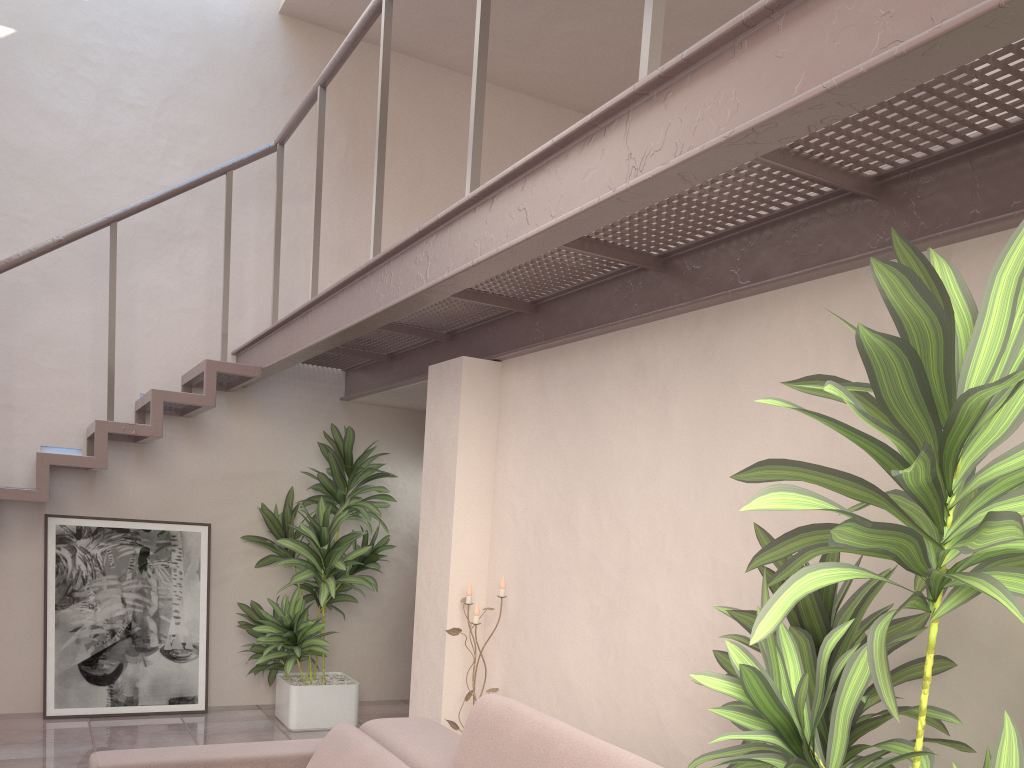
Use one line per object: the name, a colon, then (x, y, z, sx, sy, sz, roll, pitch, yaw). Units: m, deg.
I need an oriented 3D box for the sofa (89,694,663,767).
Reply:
sofa: (-0.749, 1.061, 1.554, 2.216, 0.953, 3.069, 7, -8, -28)

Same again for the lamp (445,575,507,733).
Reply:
lamp: (-0.160, 1.360, 3.879, 0.235, 1.148, 0.331, 4, 5, 6)

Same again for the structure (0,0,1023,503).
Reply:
structure: (-1.202, -0.043, 2.045, 3.875, 3.246, 6.998, 5, -5, -27)

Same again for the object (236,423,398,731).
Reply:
object: (-1.197, 1.150, 5.500, 0.975, 1.901, 1.054, 3, 3, -10)
